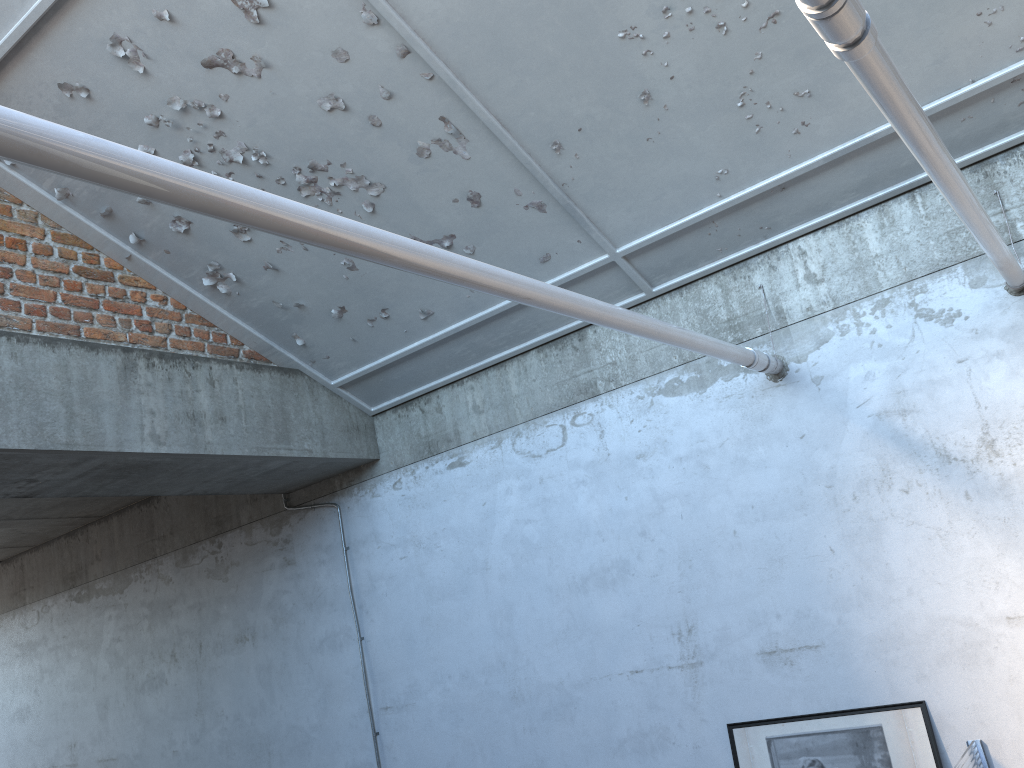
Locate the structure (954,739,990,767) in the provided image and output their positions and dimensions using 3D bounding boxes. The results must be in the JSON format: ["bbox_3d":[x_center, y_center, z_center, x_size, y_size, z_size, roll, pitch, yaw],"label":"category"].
[{"bbox_3d":[3.108,1.843,2.966,2.942,1.221,1.272,-22,-17,32],"label":"structure"}]

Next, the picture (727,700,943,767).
[{"bbox_3d":[1.728,2.342,4.558,1.095,1.215,0.233,-22,-17,32],"label":"picture"}]

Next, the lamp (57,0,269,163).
[{"bbox_3d":[-0.583,-1.291,3.010,0.945,2.025,5.320,-1,-18,-37],"label":"lamp"}]
